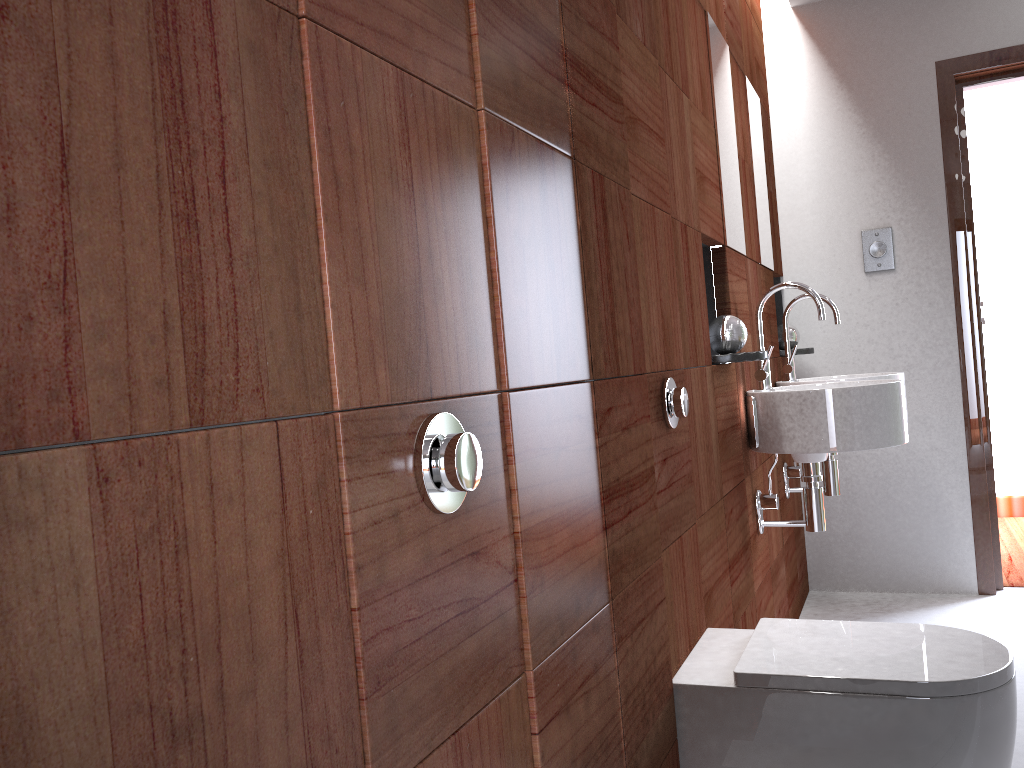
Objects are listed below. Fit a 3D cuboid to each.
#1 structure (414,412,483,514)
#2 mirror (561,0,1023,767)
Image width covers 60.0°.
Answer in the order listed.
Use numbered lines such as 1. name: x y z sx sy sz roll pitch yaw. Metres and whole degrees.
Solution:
1. structure: -0.055 0.075 0.849 0.034 0.098 0.098 -5 1 24
2. mirror: 0.749 -0.329 0.982 1.433 2.183 0.019 -5 1 24
